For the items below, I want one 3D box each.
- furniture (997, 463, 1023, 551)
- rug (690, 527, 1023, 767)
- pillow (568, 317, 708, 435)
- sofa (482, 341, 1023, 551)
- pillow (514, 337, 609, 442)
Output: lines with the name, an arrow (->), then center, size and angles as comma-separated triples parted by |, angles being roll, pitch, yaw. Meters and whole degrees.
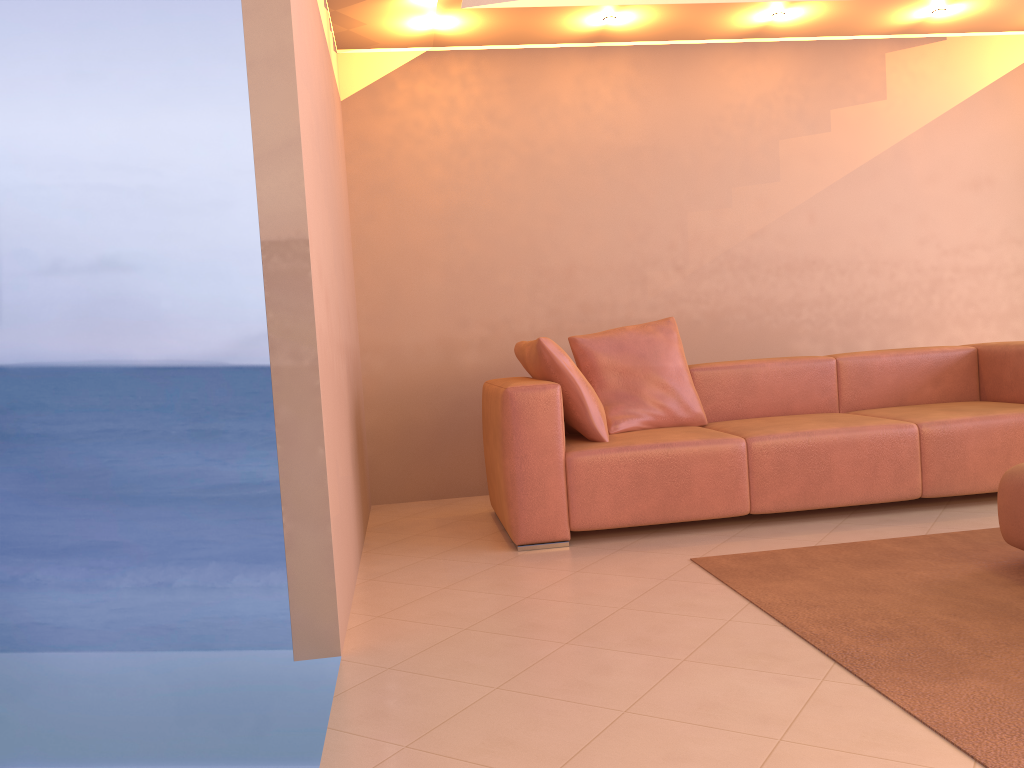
furniture -> 1.940, 0.384, 2.277 | 0.685, 0.301, 1.291 | -4, 2, -2
rug -> 1.716, 0.608, 2.022 | 1.833, 0.005, 2.626 | -4, 2, -7
pillow -> 0.589, -0.044, 4.182 | 0.582, 0.528, 0.302 | -5, 2, -24
sofa -> 1.282, 0.219, 4.133 | 2.781, 0.672, 0.943 | -4, 2, -7
pillow -> 0.235, 0.031, 3.950 | 0.335, 0.486, 0.554 | -4, 2, -11
